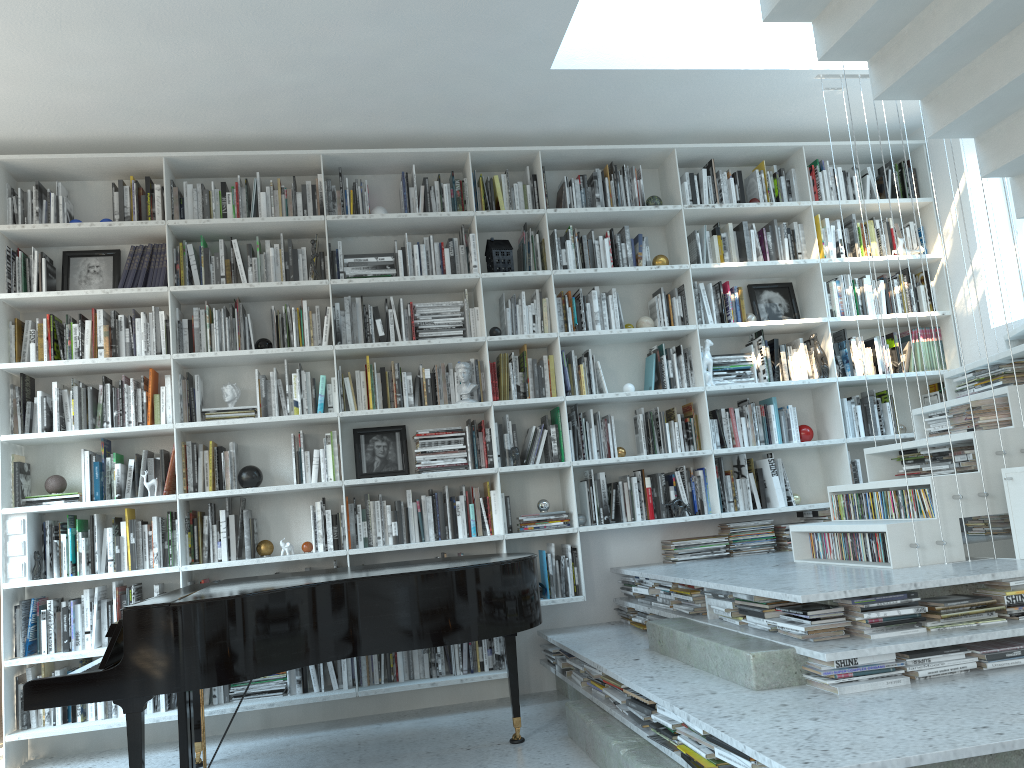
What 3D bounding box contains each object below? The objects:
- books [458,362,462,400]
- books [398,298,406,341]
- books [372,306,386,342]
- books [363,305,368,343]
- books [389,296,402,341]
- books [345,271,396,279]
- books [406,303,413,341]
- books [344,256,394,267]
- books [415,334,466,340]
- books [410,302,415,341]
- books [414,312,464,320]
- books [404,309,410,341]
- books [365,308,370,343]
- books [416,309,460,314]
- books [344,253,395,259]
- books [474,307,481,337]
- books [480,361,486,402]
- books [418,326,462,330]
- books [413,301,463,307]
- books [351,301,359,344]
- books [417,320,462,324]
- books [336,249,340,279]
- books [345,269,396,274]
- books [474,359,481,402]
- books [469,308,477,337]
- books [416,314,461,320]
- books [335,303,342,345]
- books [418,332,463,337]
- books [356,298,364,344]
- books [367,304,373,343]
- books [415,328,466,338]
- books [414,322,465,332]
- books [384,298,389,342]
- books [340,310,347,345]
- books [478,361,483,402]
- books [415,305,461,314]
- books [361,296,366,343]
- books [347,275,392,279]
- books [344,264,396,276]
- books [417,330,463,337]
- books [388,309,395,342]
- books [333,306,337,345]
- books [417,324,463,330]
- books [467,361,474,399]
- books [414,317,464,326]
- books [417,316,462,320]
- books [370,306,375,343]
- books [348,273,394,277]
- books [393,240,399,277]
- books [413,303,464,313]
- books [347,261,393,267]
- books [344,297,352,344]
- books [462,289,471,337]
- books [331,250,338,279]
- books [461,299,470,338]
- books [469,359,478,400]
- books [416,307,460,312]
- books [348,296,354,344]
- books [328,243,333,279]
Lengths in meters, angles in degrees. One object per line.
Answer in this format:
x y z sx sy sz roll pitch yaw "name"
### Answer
-0.301 0.012 5.130 0.014 0.263 0.135 -4 -8 -11 "books"
-0.632 -0.337 5.100 0.021 0.268 0.192 -4 -8 -11 "books"
-0.759 -0.312 5.079 0.066 0.236 0.154 -4 -8 -11 "books"
-0.838 -0.313 5.074 0.011 0.251 0.153 -4 -8 -11 "books"
-0.670 -0.344 5.109 0.049 0.290 0.162 -4 -8 -11 "books"
-0.820 -0.619 5.125 0.285 0.012 0.160 -3 -9 -14 "books"
-0.591 -0.327 5.113 0.015 0.244 0.183 -4 -8 -11 "books"
-0.826 -0.697 5.138 0.285 0.024 0.160 -4 -9 -9 "books"
-0.418 -0.258 5.145 0.285 0.012 0.160 -4 -9 -10 "books"
-0.575 -0.331 5.103 0.013 0.246 0.177 -4 -8 -11 "books"
-0.431 -0.389 5.163 0.285 0.012 0.160 -4 -9 -12 "books"
-0.610 -0.310 5.116 0.024 0.216 0.132 -4 -8 -11 "books"
-0.825 -0.305 5.075 0.014 0.233 0.147 -4 -8 -11 "books"
-0.431 -0.403 5.156 0.254 0.012 0.161 -5 -8 -6 "books"
-0.829 -0.720 5.146 0.285 0.024 0.160 -4 -9 -11 "books"
-0.209 -0.331 5.195 0.030 0.205 0.158 -4 -8 -11 "books"
-0.176 0.004 5.158 0.023 0.264 0.107 -4 -8 -11 "books"
-0.423 -0.306 5.149 0.254 0.012 0.161 -4 -9 -9 "books"
-0.437 -0.451 5.169 0.285 0.012 0.160 -4 -9 -9 "books"
-0.893 -0.319 5.052 0.025 0.265 0.185 -4 -8 -11 "books"
-0.427 -0.342 5.156 0.254 0.012 0.161 -4 -9 -10 "books"
-0.997 -0.650 5.098 0.013 0.218 0.141 -4 -8 -11 "books"
-0.821 -0.631 5.129 0.285 0.012 0.160 -3 -9 -13 "books"
-0.204 0.002 5.133 0.014 0.265 0.154 -4 -8 -11 "books"
-0.237 -0.326 5.184 0.029 0.198 0.172 -4 -8 -11 "books"
-0.430 -0.378 5.159 0.254 0.012 0.161 -4 -9 -9 "books"
-0.985 -0.312 5.044 0.026 0.266 0.171 -4 -8 -11 "books"
-0.420 -0.270 5.149 0.254 0.012 0.161 -4 -9 -11 "books"
-0.871 -0.332 5.076 0.029 0.294 0.151 -4 -8 -11 "books"
-0.811 -0.315 5.075 0.014 0.249 0.173 -4 -8 -11 "books"
-0.421 -0.295 5.145 0.285 0.012 0.160 -3 -9 -14 "books"
-0.426 -0.330 5.155 0.285 0.012 0.160 -4 -9 -10 "books"
-0.720 -0.337 5.103 0.022 0.285 0.131 -4 -8 -11 "books"
-0.960 -0.292 5.062 0.027 0.228 0.147 -4 -8 -11 "books"
-0.192 0.006 5.147 0.014 0.260 0.137 -4 -8 -11 "books"
-0.435 -0.427 5.170 0.254 0.012 0.161 -4 -9 -11 "books"
-0.850 -0.337 5.073 0.011 0.299 0.180 -4 -8 -11 "books"
-0.817 -0.596 5.117 0.254 0.012 0.161 -5 -8 -6 "books"
-0.820 -0.649 5.124 0.285 0.024 0.160 -5 -8 -6 "books"
-0.421 -0.282 5.148 0.254 0.012 0.161 -4 -9 -12 "books"
-0.693 -0.306 5.096 0.024 0.216 0.148 -4 -8 -11 "books"
-1.005 -0.302 5.050 0.012 0.253 0.161 -4 -8 -11 "books"
-0.424 -0.318 5.151 0.254 0.012 0.161 -3 -9 -13 "books"
-0.248 0.009 5.130 0.025 0.259 0.130 -4 -8 -11 "books"
-0.427 -0.354 5.153 0.285 0.012 0.160 -4 -9 -8 "books"
-0.428 -0.366 5.155 0.254 0.012 0.161 -3 -9 -14 "books"
-0.799 -0.310 5.078 0.011 0.239 0.147 -4 -8 -11 "books"
-0.818 -0.607 5.123 0.254 0.012 0.161 -3 -9 -14 "books"
-0.671 -0.690 5.156 0.012 0.253 0.161 -4 -8 -11 "books"
-0.434 -0.441 5.160 0.285 0.012 0.160 -3 -9 -16 "books"
-0.823 -0.673 5.130 0.254 0.025 0.161 -3 -9 -15 "books"
-0.934 -0.330 5.054 0.026 0.296 0.179 -4 -8 -11 "books"
-0.264 -0.384 5.191 0.012 0.318 0.140 -4 -8 -11 "books"
-1.014 -0.642 5.080 0.027 0.201 0.168 -4 -8 -11 "books"
-0.270 -0.354 5.169 0.012 0.253 0.161 -4 -8 -11 "books"
-0.227 0.000 5.146 0.025 0.278 0.108 -4 -8 -11 "books"
-0.433 -0.415 5.164 0.254 0.012 0.161 -4 -9 -9 "books"
-0.919 -0.336 5.077 0.014 0.312 0.134 -4 -8 -11 "books"
-1.039 -0.663 5.100 0.012 0.253 0.161 -4 -8 -11 "books"
